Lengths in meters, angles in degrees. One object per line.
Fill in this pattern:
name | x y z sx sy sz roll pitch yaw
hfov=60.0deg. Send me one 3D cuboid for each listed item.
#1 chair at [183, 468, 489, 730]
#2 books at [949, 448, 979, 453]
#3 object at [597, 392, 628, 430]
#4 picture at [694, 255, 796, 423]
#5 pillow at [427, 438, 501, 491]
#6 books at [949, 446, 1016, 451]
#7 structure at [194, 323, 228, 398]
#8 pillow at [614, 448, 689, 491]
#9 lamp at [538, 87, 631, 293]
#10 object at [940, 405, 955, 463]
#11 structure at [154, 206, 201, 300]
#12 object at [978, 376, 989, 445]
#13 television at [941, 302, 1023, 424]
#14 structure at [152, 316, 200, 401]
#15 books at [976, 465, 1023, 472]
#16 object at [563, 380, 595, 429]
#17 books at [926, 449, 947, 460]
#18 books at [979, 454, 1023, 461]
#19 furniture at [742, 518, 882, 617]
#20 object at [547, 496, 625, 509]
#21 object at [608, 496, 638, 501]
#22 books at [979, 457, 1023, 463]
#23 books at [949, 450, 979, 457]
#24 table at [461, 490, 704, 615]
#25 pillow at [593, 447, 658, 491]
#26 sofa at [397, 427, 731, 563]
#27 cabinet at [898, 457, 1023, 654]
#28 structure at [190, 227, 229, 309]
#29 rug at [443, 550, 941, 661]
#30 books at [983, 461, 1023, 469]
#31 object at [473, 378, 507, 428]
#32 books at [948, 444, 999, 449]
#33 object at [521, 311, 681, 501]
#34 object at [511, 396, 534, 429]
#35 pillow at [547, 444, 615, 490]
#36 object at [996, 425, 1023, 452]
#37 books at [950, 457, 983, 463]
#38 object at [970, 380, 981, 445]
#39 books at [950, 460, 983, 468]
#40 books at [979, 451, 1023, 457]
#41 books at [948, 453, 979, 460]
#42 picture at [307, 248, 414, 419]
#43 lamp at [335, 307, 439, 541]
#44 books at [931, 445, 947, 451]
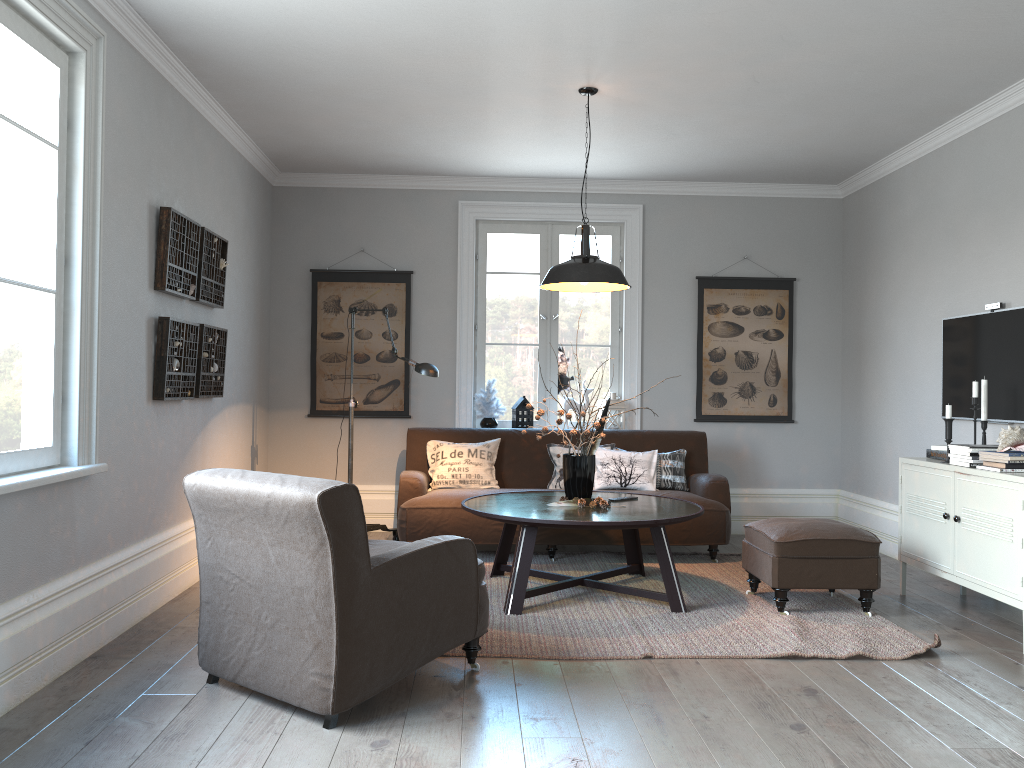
chair | -0.619 0.719 3.396 0.807 0.795 0.970 0 -1 39
books | 2.346 0.329 4.390 0.265 0.010 0.196 1 0 -2
object | 0.771 0.222 6.822 0.193 0.322 0.193 1 -1 -8
picture | 1.822 -0.355 6.939 0.793 1.313 0.057 1 -1 -2
pillow | -0.335 0.559 6.113 0.519 0.369 0.240 1 -1 -2
books | 2.341 0.319 4.391 0.260 0.010 0.196 1 0 -4
structure | -1.756 -0.128 5.155 0.086 0.416 0.468 1 -1 -2
pillow | 0.964 0.592 6.160 0.542 0.288 0.183 1 -1 -1
lamp | 0.403 -1.061 4.823 0.504 1.076 0.504 1 -1 -45
object | 2.268 0.256 4.606 0.083 0.311 0.083 1 -1 -25
structure | -1.742 -0.667 4.606 0.099 0.416 0.468 1 -1 -2
object | 2.447 0.185 4.594 0.066 0.457 0.066 1 -1 -35
television | 2.660 -0.115 4.878 0.041 0.657 1.063 1 0 -2
structure | -1.735 -0.124 4.606 0.086 0.416 0.468 1 -1 -2
books | 2.354 0.399 4.167 0.243 0.014 0.196 1 0 -2
object | 0.508 0.174 6.755 0.239 0.410 0.128 1 -1 -6
books | 2.414 0.385 4.788 0.218 0.049 0.276 1 0 -2
books | 2.354 0.342 4.153 0.235 0.017 0.184 1 0 -15
furniture | 1.540 0.929 4.589 0.583 0.440 0.574 1 -1 -2
object | 0.396 0.623 4.711 0.404 0.067 0.153 1 0 15
object | 0.632 0.650 5.035 0.207 0.011 0.051 1 -1 -42
books | 2.357 0.358 4.159 0.235 0.014 0.184 1 0 -13
books | 2.341 0.343 4.393 0.251 0.019 0.200 1 0 0
table | 0.373 0.900 4.798 1.300 0.503 1.300 1 0 -9
pillow | 0.768 0.576 6.041 0.471 0.309 0.188 1 -1 -2
sofa | 0.334 0.735 6.029 2.165 0.825 0.968 1 -1 -2
cabinet | 2.346 0.784 4.358 0.408 0.757 1.152 1 0 -2
structure | -1.739 -0.665 5.143 0.105 0.416 0.468 1 -1 -2
rug | 0.398 1.095 4.832 2.818 0.090 2.400 1 0 -2
books | 2.370 0.378 4.160 0.238 0.027 0.175 1 0 -6
object | -0.188 0.158 6.800 0.263 0.424 0.247 0 -1 33
books | 2.344 0.311 4.398 0.263 0.008 0.212 1 0 -1
object | 0.491 0.120 4.748 0.853 1.066 0.525 1 -1 -31
object | 0.082 0.232 6.817 0.155 0.284 0.155 1 -1 -12
pillow | 0.473 0.582 6.104 0.472 0.348 0.159 1 -1 -5
object | 2.359 0.257 4.167 0.194 0.127 0.192 1 -1 -9
books | 2.342 0.377 4.387 0.253 0.016 0.200 1 0 -4
object | 2.365 0.195 4.528 0.092 0.431 0.092 1 -1 -43
books | 2.350 0.396 4.394 0.271 0.022 0.200 1 0 0
books | 2.354 0.326 4.158 0.235 0.014 0.184 1 0 -15
books | 2.350 0.361 4.396 0.271 0.016 0.222 1 0 -2
picture | -1.162 -0.396 6.824 0.793 1.313 0.057 1 -1 -2
lamp | -1.152 0.314 6.011 1.864 1.644 0.797 0 -1 35
books | 2.408 0.349 4.814 0.199 0.024 0.160 0 -1 42
